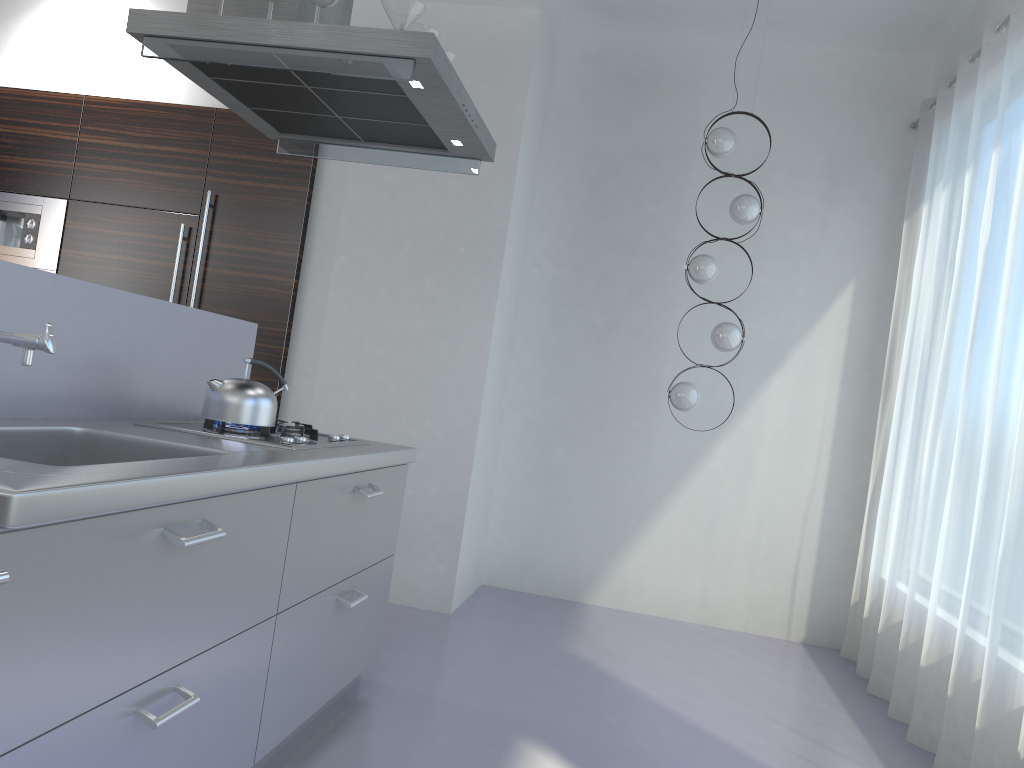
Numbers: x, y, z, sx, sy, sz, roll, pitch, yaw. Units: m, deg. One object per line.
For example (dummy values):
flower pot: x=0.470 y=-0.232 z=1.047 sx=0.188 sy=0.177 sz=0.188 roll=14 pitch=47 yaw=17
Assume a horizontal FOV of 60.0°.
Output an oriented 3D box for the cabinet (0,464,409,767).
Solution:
cabinet: x=-1.339 y=0.563 z=1.914 sx=1.377 sy=0.852 sz=3.285 roll=8 pitch=-1 yaw=9

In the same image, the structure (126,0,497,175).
structure: x=-0.507 y=-1.476 z=2.971 sx=0.915 sy=1.231 sz=0.981 roll=8 pitch=-1 yaw=9

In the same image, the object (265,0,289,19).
object: x=-0.712 y=-1.134 z=2.629 sx=0.125 sy=0.221 sz=0.125 roll=8 pitch=-1 yaw=34

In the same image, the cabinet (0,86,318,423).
cabinet: x=-2.933 y=-0.440 z=5.318 sx=3.600 sy=2.500 sz=0.669 roll=8 pitch=-1 yaw=9

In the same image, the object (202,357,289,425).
object: x=-0.835 y=0.016 z=2.763 sx=0.220 sy=0.196 sz=0.229 roll=8 pitch=-1 yaw=2

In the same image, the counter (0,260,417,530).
counter: x=-1.296 y=0.343 z=1.915 sx=1.302 sy=1.300 sz=3.291 roll=8 pitch=-1 yaw=9

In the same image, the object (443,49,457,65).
object: x=-0.267 y=-1.037 z=3.026 sx=0.137 sy=0.174 sz=0.137 roll=9 pitch=-1 yaw=-26

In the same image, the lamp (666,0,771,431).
lamp: x=1.142 y=-0.926 z=4.679 sx=0.367 sy=2.370 sz=0.180 roll=8 pitch=-1 yaw=3

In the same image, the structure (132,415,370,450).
structure: x=-0.823 y=0.142 z=2.952 sx=0.519 sy=0.055 sz=0.709 roll=8 pitch=-1 yaw=9

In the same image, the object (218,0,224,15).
object: x=-0.866 y=-1.157 z=2.653 sx=0.125 sy=0.221 sz=0.125 roll=8 pitch=-1 yaw=34

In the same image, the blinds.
blinds: x=1.859 y=-0.083 z=3.483 sx=0.120 sy=3.112 sz=3.245 roll=8 pitch=-1 yaw=9

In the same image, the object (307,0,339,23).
object: x=-0.568 y=-1.113 z=2.605 sx=0.125 sy=0.221 sz=0.125 roll=8 pitch=-1 yaw=34

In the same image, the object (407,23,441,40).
object: x=-0.310 y=-1.047 z=2.854 sx=0.137 sy=0.174 sz=0.137 roll=9 pitch=-1 yaw=-26

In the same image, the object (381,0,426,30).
object: x=-0.340 y=-1.055 z=2.667 sx=0.137 sy=0.174 sz=0.137 roll=9 pitch=-1 yaw=-26
